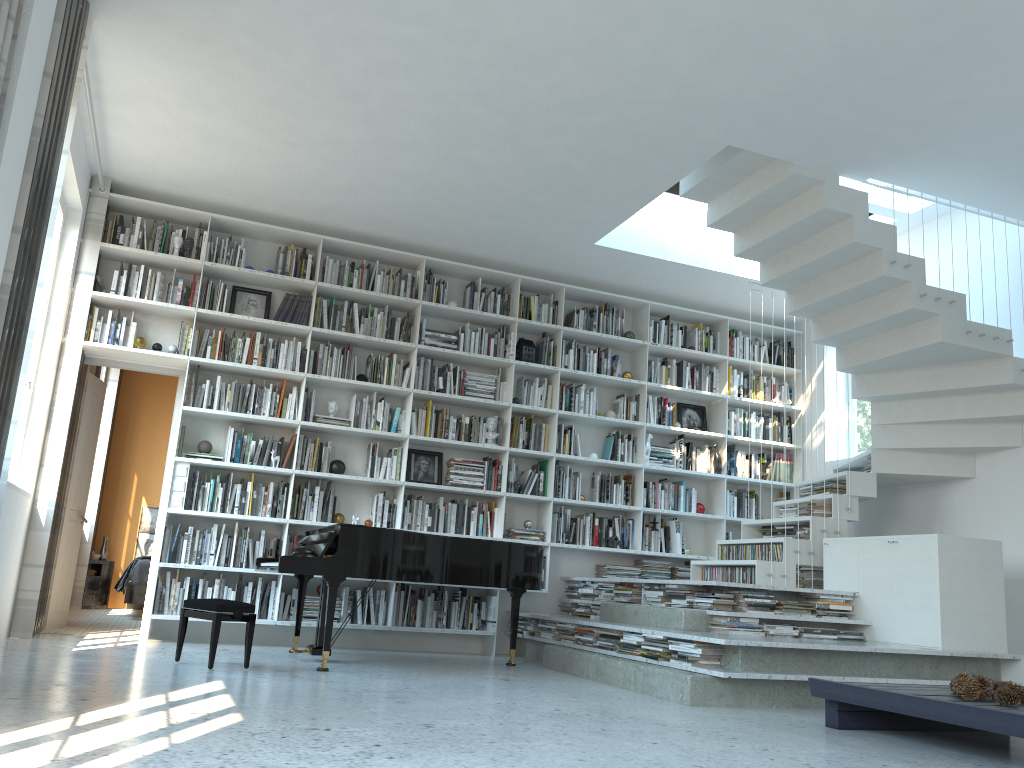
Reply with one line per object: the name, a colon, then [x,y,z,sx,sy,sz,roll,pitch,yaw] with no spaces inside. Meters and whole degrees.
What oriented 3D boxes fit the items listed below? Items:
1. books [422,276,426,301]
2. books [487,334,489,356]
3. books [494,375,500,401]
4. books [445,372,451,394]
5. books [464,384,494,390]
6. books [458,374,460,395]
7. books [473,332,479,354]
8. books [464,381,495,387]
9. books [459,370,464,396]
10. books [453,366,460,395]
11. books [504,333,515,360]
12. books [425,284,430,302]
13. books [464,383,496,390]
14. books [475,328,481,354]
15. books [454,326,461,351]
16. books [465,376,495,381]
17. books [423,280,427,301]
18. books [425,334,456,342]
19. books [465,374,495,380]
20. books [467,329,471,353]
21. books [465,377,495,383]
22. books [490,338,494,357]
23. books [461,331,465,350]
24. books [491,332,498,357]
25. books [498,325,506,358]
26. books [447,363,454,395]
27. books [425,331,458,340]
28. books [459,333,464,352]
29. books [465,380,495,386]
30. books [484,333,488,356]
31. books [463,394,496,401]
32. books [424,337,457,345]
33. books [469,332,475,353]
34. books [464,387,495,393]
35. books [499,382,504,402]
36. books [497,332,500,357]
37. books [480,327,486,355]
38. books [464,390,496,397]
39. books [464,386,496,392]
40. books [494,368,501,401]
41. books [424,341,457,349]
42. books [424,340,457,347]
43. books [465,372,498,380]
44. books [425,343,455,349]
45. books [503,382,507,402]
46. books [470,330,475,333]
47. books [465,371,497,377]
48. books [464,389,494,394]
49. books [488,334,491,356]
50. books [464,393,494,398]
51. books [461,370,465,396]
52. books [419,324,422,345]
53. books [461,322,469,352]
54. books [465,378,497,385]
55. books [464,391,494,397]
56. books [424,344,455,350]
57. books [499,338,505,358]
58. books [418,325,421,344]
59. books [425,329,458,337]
books: [-0.767,-0.756,7.386,0.026,0.252,0.186,9,-13,-20]
books: [-0.230,-0.299,7.524,0.010,0.230,0.152,9,-13,-20]
books: [-0.142,0.061,7.481,0.012,0.253,0.161,9,-13,-20]
books: [-0.547,0.019,7.337,0.024,0.216,0.148,9,-13,-20]
books: [-0.293,0.041,7.442,0.254,0.012,0.161,9,-14,-19]
books: [-0.469,0.032,7.370,0.024,0.215,0.132,9,-13,-20]
books: [-0.327,-0.309,7.485,0.028,0.218,0.184,9,-13,-20]
books: [-0.290,0.016,7.443,0.254,0.012,0.161,10,-14,-23]
books: [-0.447,0.019,7.372,0.015,0.244,0.183,9,-13,-20]
books: [-0.483,0.000,7.353,0.021,0.268,0.192,9,-13,-20]
books: [-0.042,-0.289,7.527,0.037,0.236,0.273,9,-14,-20]
books: [-0.726,-0.720,7.403,0.026,0.194,0.166,9,-13,-20]
books: [-0.291,0.028,7.441,0.285,0.012,0.160,8,-14,-17]
books: [-0.306,-0.328,7.518,0.029,0.273,0.140,9,-13,-20]
books: [-0.466,-0.348,7.436,0.012,0.253,0.161,9,-13,-20]
books: [-0.287,-0.032,7.456,0.254,0.012,0.161,8,-14,-18]
books: [-0.753,-0.737,7.409,0.023,0.227,0.157,9,-13,-20]
books: [-0.611,-0.363,7.385,0.254,0.025,0.161,10,-14,-24]
books: [-0.288,-0.043,7.463,0.254,0.012,0.161,9,-14,-20]
books: [-0.395,-0.329,7.461,0.021,0.237,0.171,9,-13,-20]
books: [-0.286,-0.020,7.447,0.254,0.012,0.161,8,-13,-15]
books: [-0.198,-0.276,7.521,0.029,0.188,0.176,9,-13,-20]
books: [-0.436,-0.322,7.470,0.024,0.223,0.129,9,-13,-20]
books: [-0.168,-0.301,7.537,0.032,0.247,0.173,9,-13,-20]
books: [-0.094,-0.329,7.584,0.012,0.333,0.156,9,-13,-20]
books: [-0.520,-0.013,7.356,0.049,0.290,0.162,9,-13,-20]
books: [-0.611,-0.387,7.395,0.285,0.024,0.160,8,-14,-18]
books: [-0.449,-0.314,7.431,0.025,0.187,0.193,9,-13,-20]
books: [-0.290,0.005,7.448,0.254,0.012,0.161,8,-14,-18]
books: [-0.251,-0.302,7.503,0.023,0.222,0.191,9,-13,-20]
books: [-0.298,0.123,7.425,0.285,0.012,0.160,9,-14,-19]
books: [-0.612,-0.340,7.378,0.285,0.024,0.160,8,-13,-15]
books: [-0.363,-0.314,7.468,0.027,0.216,0.190,9,-13,-20]
books: [-0.294,0.064,7.435,0.254,0.012,0.161,9,-14,-22]
books: [-0.117,0.095,7.498,0.030,0.198,0.172,9,-13,-20]
books: [-0.145,-0.300,7.564,0.029,0.261,0.133,9,-13,-20]
books: [-0.274,-0.326,7.508,0.023,0.269,0.185,9,-13,-20]
books: [-0.294,0.087,7.428,0.285,0.012,0.160,10,-14,-23]
books: [-0.294,0.053,7.440,0.285,0.012,0.160,9,-14,-19]
books: [-0.134,0.034,7.506,0.012,0.318,0.140,9,-13,-20]
books: [-0.617,-0.311,7.375,0.285,0.012,0.160,10,-14,-23]
books: [-0.617,-0.322,7.380,0.285,0.012,0.160,9,-14,-22]
books: [-0.283,-0.057,7.455,0.285,0.012,0.160,10,-14,-25]
books: [-0.618,-0.299,7.373,0.254,0.012,0.161,10,-14,-23]
books: [-0.092,0.097,7.514,0.030,0.204,0.158,9,-13,-20]
books: [-0.348,-0.323,7.489,0.012,0.244,0.131,9,-13,-20]
books: [-0.285,-0.067,7.464,0.285,0.012,0.160,8,-14,-18]
books: [-0.294,0.076,7.433,0.254,0.012,0.161,8,-14,-18]
books: [-0.217,-0.299,7.522,0.012,0.230,0.158,9,-13,-20]
books: [-0.298,0.112,7.429,0.254,0.012,0.161,9,-14,-20]
books: [-0.429,0.018,7.365,0.013,0.246,0.177,9,-13,-20]
books: [-0.779,-0.377,7.323,0.013,0.218,0.141,9,-13,-20]
books: [-0.403,-0.357,7.446,0.011,0.283,0.190,9,-13,-20]
books: [-0.290,-0.006,7.453,0.285,0.012,0.160,9,-14,-21]
books: [-0.297,0.100,7.429,0.254,0.012,0.161,9,-14,-21]
books: [-0.617,-0.288,7.366,0.254,0.012,0.161,8,-13,-15]
books: [-0.115,-0.270,7.555,0.029,0.202,0.192,9,-13,-20]
books: [-0.793,-0.374,7.302,0.027,0.201,0.168,9,-13,-20]
books: [-0.611,-0.409,7.404,0.285,0.024,0.160,9,-14,-20]
